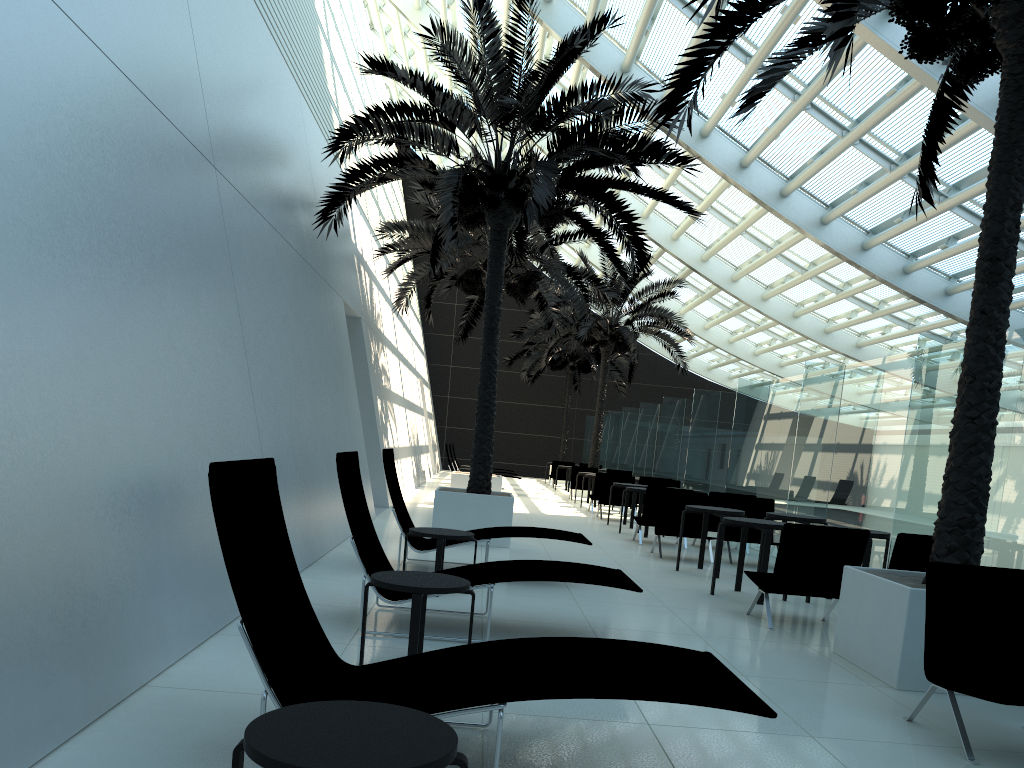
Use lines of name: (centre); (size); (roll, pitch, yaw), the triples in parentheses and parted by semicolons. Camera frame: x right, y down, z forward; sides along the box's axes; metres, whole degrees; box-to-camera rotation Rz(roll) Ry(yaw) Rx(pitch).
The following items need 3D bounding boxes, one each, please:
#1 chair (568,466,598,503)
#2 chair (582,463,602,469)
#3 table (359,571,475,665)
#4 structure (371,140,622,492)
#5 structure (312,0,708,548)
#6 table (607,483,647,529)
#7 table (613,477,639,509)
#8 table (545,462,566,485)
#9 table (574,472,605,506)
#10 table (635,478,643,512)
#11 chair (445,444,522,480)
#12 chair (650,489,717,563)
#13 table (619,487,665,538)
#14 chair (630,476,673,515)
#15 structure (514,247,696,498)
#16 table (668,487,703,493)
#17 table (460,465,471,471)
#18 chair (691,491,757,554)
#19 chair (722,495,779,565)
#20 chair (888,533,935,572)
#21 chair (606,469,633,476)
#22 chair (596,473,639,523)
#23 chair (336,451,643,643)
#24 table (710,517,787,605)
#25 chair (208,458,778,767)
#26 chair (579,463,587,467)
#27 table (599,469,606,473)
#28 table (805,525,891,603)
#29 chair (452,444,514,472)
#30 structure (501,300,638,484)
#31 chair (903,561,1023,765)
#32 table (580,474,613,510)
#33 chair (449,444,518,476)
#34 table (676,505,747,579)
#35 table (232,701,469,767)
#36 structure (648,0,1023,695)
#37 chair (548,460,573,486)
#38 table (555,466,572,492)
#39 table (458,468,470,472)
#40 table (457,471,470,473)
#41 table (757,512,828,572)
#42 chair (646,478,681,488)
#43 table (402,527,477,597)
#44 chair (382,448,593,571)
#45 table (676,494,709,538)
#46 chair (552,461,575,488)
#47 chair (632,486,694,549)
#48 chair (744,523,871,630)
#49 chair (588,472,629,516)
chair: (1.917, 2.617, 22.781); (0.716, 0.895, 0.881); (5, 1, -2)
chair: (2.645, 3.078, 28.513); (0.716, 0.895, 0.881); (5, 1, -2)
table: (-0.532, 1.349, 4.907); (0.548, 0.521, 0.556); (6, 1, 41)
structure: (-0.547, -1.001, 17.077); (4.246, 6.953, 4.635); (7, 4, 31)
structure: (-0.134, -1.345, 11.091); (4.662, 6.892, 4.219); (4, 4, -24)
table: (2.147, 2.221, 15.904); (0.673, 0.787, 0.681); (7, 3, 36)
table: (2.915, 2.679, 21.554); (0.673, 0.787, 0.681); (7, 3, 36)
table: (1.595, 3.235, 31.350); (0.682, 0.787, 0.671); (3, 3, -45)
table: (1.950, 2.589, 21.510); (0.673, 0.787, 0.681); (7, 3, 36)
table: (2.957, 2.585, 20.123); (0.672, 0.787, 0.682); (7, 3, 41)
chair: (-0.753, 2.236, 22.811); (2.038, 1.168, 0.914); (5, 3, -2)
chair: (2.312, 1.879, 11.547); (0.716, 0.895, 0.881); (5, 1, -2)
table: (2.190, 2.123, 14.438); (0.672, 0.787, 0.682); (7, 3, 41)
chair: (2.996, 2.450, 18.940); (0.716, 0.895, 0.881); (5, 1, -2)
structure: (2.541, -0.262, 24.644); (4.833, 7.080, 4.391); (5, 4, -9)
table: (3.113, 2.311, 15.948); (0.673, 0.787, 0.681); (7, 3, 36)
table: (-1.306, 2.795, 26.891); (0.548, 0.521, 0.556); (6, 1, 41)
chair: (3.195, 2.079, 13.299); (0.716, 0.895, 0.881); (5, 1, -2)
chair: (3.241, 1.965, 11.589); (0.716, 0.895, 0.881); (5, 1, -2)
chair: (3.399, 1.698, 7.507); (0.716, 0.895, 0.881); (5, 1, -2)
chair: (2.845, 2.704, 22.824); (0.716, 0.895, 0.881); (5, 1, -2)
chair: (2.113, 2.250, 17.201); (0.716, 0.895, 0.881); (5, 1, -2)
chair: (-0.163, 1.134, 6.050); (2.038, 1.168, 0.914); (5, 3, -2)
table: (2.394, 1.743, 8.646); (0.672, 0.787, 0.682); (7, 3, 41)
chair: (-0.073, 0.965, 3.479); (2.038, 1.168, 0.914); (5, 3, -2)
chair: (2.600, 3.191, 30.211); (0.716, 0.895, 0.881); (5, 1, -2)
table: (2.716, 3.052, 27.219); (0.673, 0.787, 0.681); (7, 3, 36)
table: (3.359, 1.833, 8.690); (0.672, 0.787, 0.682); (7, 3, 41)
chair: (-0.937, 2.579, 28.034); (2.038, 1.168, 0.914); (5, 3, -2)
structure: (2.281, 0.275, 32.787); (4.476, 7.079, 4.744); (4, 4, -24)
chair: (2.566, 1.405, 4.340); (0.716, 0.895, 0.881); (5, 1, -2)
table: (1.991, 2.494, 20.079); (0.672, 0.787, 0.682); (7, 3, 41)
chair: (-0.844, 2.405, 25.383); (2.038, 1.168, 0.914); (5, 3, -2)
table: (2.346, 1.850, 10.263); (0.673, 0.787, 0.681); (7, 3, 36)
table: (-0.442, 1.180, 2.336); (0.548, 0.521, 0.556); (6, 1, 41)
structure: (3.220, -1.520, 5.507); (4.797, 7.080, 4.425); (6, 4, 16)
chair: (1.671, 3.104, 30.169); (0.716, 0.895, 0.881); (5, 1, -2)
table: (1.751, 2.962, 27.175); (0.673, 0.787, 0.681); (7, 3, 36)
table: (-1.213, 2.620, 24.240); (0.548, 0.521, 0.556); (6, 1, 41)
table: (-1.122, 2.451, 21.669); (0.548, 0.521, 0.555); (6, 1, 36)
table: (3.311, 1.940, 10.307); (0.673, 0.787, 0.681); (7, 3, 36)
chair: (3.042, 2.337, 17.243); (0.716, 0.895, 0.881); (5, 1, -2)
table: (-0.623, 1.518, 7.478); (0.548, 0.521, 0.556); (6, 1, 41)
chair: (-0.254, 1.303, 8.621); (2.038, 1.168, 0.914); (5, 3, -2)
table: (3.155, 2.214, 14.482); (0.672, 0.787, 0.682); (7, 3, 41)
chair: (1.717, 2.991, 28.471); (0.716, 0.895, 0.881); (5, 1, -2)
chair: (2.267, 1.992, 13.257); (0.716, 0.895, 0.881); (5, 1, -2)
chair: (2.470, 1.612, 7.465); (0.716, 0.895, 0.881); (5, 1, -2)
chair: (2.068, 2.363, 18.898); (0.716, 0.895, 0.881); (5, 1, -2)
